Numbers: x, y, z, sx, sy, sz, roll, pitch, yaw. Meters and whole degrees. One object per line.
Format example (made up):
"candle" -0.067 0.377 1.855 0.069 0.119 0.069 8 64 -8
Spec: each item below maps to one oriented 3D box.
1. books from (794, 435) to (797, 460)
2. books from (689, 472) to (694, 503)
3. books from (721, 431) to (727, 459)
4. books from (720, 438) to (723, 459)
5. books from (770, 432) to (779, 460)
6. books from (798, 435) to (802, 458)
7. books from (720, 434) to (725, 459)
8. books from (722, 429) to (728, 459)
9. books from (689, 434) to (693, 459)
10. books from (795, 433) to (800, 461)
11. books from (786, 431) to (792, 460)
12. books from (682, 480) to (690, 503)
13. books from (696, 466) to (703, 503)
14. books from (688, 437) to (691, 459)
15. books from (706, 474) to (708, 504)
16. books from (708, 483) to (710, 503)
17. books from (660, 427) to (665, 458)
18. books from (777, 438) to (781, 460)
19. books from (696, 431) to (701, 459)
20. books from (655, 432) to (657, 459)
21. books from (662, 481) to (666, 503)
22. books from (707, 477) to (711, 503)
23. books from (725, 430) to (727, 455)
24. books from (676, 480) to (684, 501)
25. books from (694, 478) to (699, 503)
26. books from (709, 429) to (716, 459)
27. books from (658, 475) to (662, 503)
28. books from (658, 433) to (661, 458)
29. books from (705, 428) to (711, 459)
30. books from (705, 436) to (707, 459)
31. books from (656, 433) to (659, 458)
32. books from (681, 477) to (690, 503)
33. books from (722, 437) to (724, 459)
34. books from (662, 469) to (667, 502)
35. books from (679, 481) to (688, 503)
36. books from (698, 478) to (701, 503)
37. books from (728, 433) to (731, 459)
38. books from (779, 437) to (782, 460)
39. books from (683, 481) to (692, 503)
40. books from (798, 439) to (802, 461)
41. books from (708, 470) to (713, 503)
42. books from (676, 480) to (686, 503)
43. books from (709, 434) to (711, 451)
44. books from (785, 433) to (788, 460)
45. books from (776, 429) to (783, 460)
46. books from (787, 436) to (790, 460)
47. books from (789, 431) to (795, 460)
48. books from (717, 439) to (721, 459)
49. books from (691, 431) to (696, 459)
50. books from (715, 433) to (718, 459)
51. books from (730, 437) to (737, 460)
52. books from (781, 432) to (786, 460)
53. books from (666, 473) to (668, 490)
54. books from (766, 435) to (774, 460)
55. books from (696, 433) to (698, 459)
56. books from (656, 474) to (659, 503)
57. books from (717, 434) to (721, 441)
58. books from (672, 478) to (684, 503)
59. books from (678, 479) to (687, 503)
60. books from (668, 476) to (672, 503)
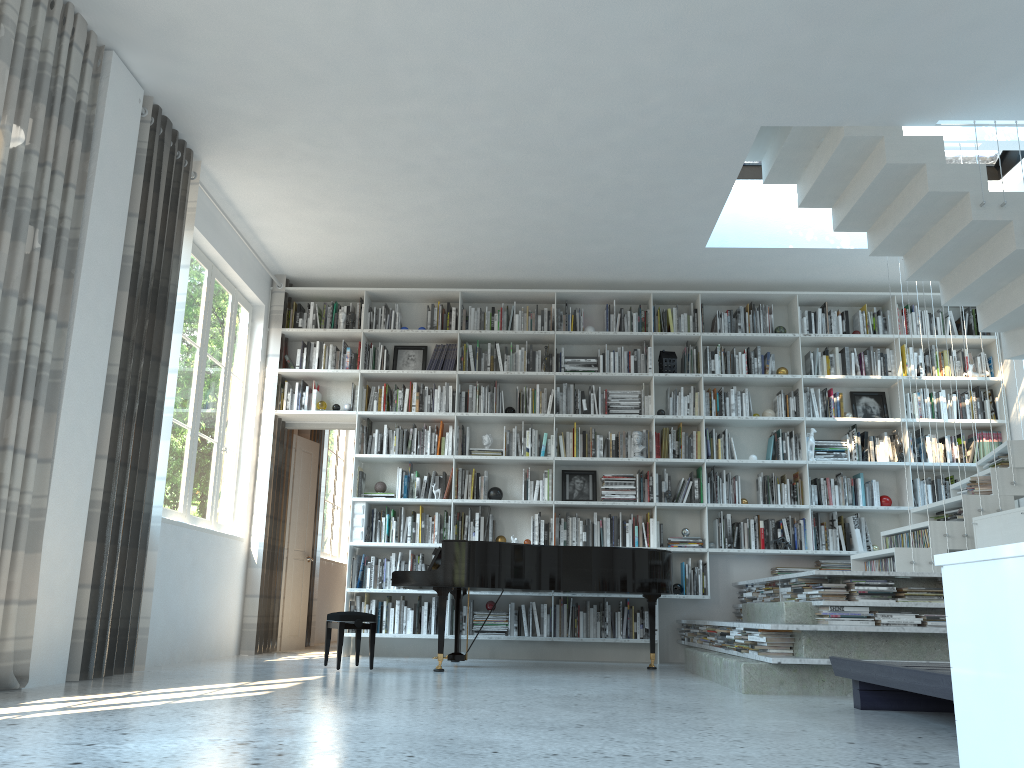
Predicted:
"books" 2.405 0.570 7.581 0.013 0.244 0.159 1 -14 2
"books" 1.527 0.895 7.529 0.013 0.285 0.139 1 -14 2
"books" 1.813 0.548 7.596 0.006 0.269 0.179 1 -14 2
"books" 1.779 0.578 7.595 0.014 0.208 0.157 1 -14 2
"books" 2.243 0.557 7.584 0.021 0.263 0.174 1 -14 2
"books" 2.451 0.567 7.568 0.010 0.245 0.159 1 -14 2
"books" 1.802 0.564 7.602 0.017 0.242 0.133 1 -14 2
"books" 1.829 0.541 7.603 0.013 0.286 0.159 1 -14 2
"books" 1.532 0.562 7.610 0.028 0.239 0.146 1 -14 2
"books" 2.417 0.562 7.564 0.011 0.252 0.169 1 -14 2
"books" 2.358 0.555 7.586 0.032 0.274 0.155 1 -14 2
"books" 1.462 0.933 7.529 0.090 0.214 0.139 1 -14 2
"books" 1.590 0.874 7.520 0.014 0.324 0.183 1 -14 2
"books" 1.505 0.574 7.587 0.034 0.204 0.182 1 -14 2
"books" 1.642 0.903 7.512 0.010 0.266 0.158 1 -14 2
"books" 1.654 0.944 7.512 0.015 0.187 0.168 1 -14 2
"books" 1.289 0.531 7.615 0.035 0.292 0.145 1 -14 2
"books" 2.263 0.582 7.571 0.006 0.209 0.188 1 -14 2
"books" 1.595 0.550 7.618 0.033 0.268 0.142 1 -14 2
"books" 1.227 0.552 7.628 0.015 0.254 0.151 1 -14 2
"books" 1.275 0.933 7.507 0.027 0.191 0.183 1 -14 2
"books" 1.668 0.922 7.526 0.011 0.238 0.137 1 -14 2
"books" 1.819 0.548 7.601 0.006 0.273 0.167 1 -14 2
"books" 1.407 0.927 7.522 0.088 0.219 0.139 1 -14 2
"books" 1.546 0.921 7.501 0.029 0.222 0.171 1 -14 2
"books" 1.713 0.538 7.581 0.013 0.278 0.192 1 -14 2
"books" 1.248 0.908 7.535 0.028 0.252 0.143 1 -14 2
"books" 1.259 0.559 7.636 0.013 0.246 0.177 1 -14 2
"books" 1.669 0.537 7.599 0.035 0.287 0.192 1 -14 2
"books" 1.648 0.572 7.601 0.015 0.219 0.155 1 -14 2
"books" 1.244 0.557 7.625 0.014 0.243 0.145 1 -14 2
"books" 1.458 0.918 7.523 0.094 0.238 0.150 1 -14 2
"books" 1.789 0.575 7.587 0.007 0.211 0.158 1 -14 2
"books" 1.297 0.881 7.535 0.013 0.306 0.141 1 -14 2
"books" 1.442 0.933 7.521 0.090 0.211 0.143 1 -14 2
"books" 1.572 0.922 7.512 0.021 0.226 0.148 1 -14 2
"books" 1.851 0.560 7.606 0.007 0.253 0.161 1 -14 2
"books" 2.273 0.578 7.572 0.013 0.218 0.188 1 -14 2
"books" 1.474 0.936 7.516 0.091 0.204 0.169 1 -14 2
"books" 2.434 0.585 7.574 0.023 0.211 0.165 1 -14 2
"books" 1.683 0.891 7.519 0.018 0.294 0.178 1 -14 2
"books" 1.415 0.929 7.507 0.089 0.209 0.176 1 -14 2
"books" 1.691 0.563 7.612 0.007 0.243 0.146 1 -14 2
"books" 2.325 0.560 7.578 0.015 0.259 0.152 1 -14 2
"books" 2.287 0.545 7.596 0.013 0.294 0.154 1 -14 2
"books" 2.338 0.575 7.566 0.012 0.224 0.178 1 -14 2
"books" 2.380 0.550 7.564 0.012 0.273 0.184 1 -14 2
"books" 1.755 0.580 7.568 0.017 0.191 0.192 1 -14 2
"books" 1.556 0.548 7.607 0.032 0.265 0.143 1 -14 2
"books" 1.741 0.557 7.606 0.013 0.255 0.145 1 -14 2
"books" 1.879 0.576 7.573 0.051 0.209 0.177 1 -14 2
"books" 2.309 0.557 7.578 0.018 0.262 0.165 1 -14 2
"books" 1.309 0.904 7.538 0.012 0.265 0.158 1 -14 2
"books" 2.206 0.571 7.589 0.056 0.240 0.154 1 -14 2
"books" 1.575 0.561 7.619 0.019 0.247 0.149 1 -14 2
"books" 1.223 0.903 7.540 0.024 0.263 0.154 1 -14 2
"books" 1.769 0.562 7.599 0.008 0.242 0.169 1 -14 2
"books" 1.398 0.919 7.505 0.095 0.227 0.190 1 -14 2
"books" 1.431 0.927 7.528 0.095 0.225 0.144 1 -14 2
"books" 1.332 0.912 7.536 0.035 0.248 0.141 1 -14 2
